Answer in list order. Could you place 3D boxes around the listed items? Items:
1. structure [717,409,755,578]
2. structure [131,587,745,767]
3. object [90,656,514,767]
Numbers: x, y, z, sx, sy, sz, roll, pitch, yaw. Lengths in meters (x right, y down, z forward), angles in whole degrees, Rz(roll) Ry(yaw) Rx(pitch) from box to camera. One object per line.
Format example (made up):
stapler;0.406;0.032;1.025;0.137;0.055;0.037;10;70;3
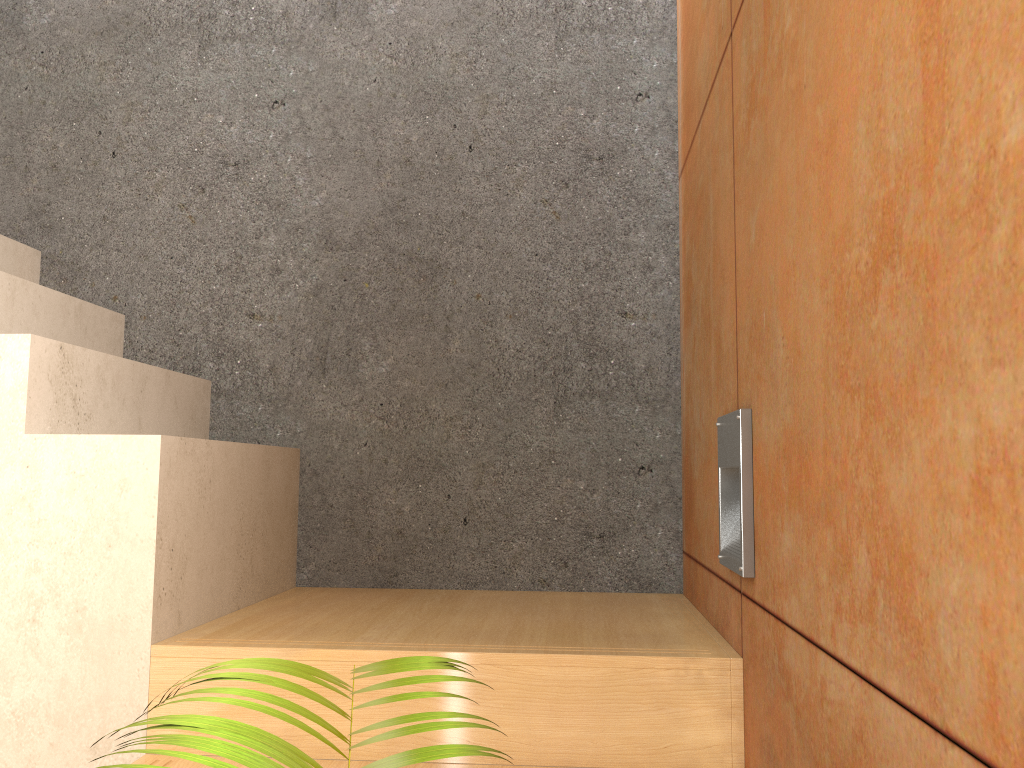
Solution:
structure;0.410;0.179;1.476;0.096;0.260;0.220;0;-6;4
structure;-0.836;0.981;1.304;2.400;1.110;1.950;0;-6;4
object;-2.595;0.881;0.504;6.200;1.455;4.200;0;-6;4
